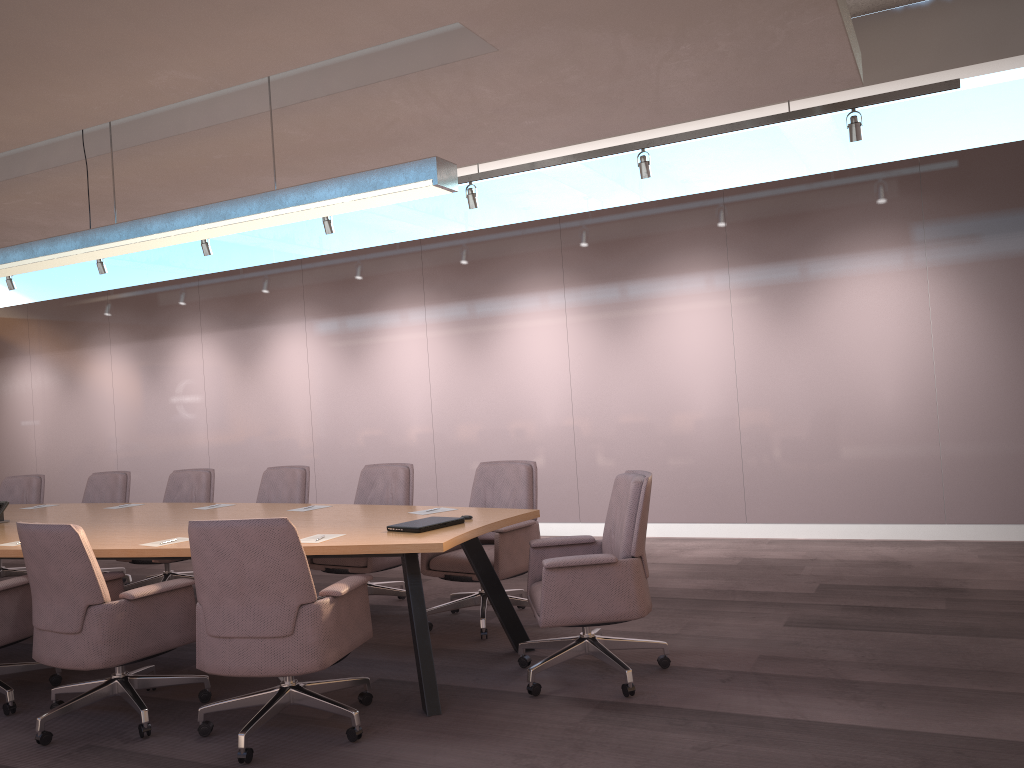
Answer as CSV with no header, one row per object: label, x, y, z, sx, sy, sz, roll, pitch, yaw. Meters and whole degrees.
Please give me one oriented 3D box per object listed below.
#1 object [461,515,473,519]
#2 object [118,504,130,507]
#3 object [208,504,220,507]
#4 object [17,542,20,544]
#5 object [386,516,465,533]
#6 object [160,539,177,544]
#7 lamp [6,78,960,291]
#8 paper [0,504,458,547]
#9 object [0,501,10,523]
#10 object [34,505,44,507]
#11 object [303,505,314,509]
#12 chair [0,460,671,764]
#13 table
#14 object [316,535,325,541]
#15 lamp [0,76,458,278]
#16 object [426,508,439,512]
object,-0.234,0.680,4.527,0.070,0.019,0.039,-4,-1,20
object,-2.832,0.887,6.484,0.009,0.009,0.125,-4,-1,17
object,-2.021,0.826,6.027,0.009,0.009,0.125,-4,-1,21
object,-2.619,0.847,4.762,0.009,0.009,0.125,-4,-1,10
object,-0.421,0.687,4.346,0.231,0.026,0.325,-4,-1,39
object,-1.701,0.781,4.387,0.009,0.009,0.125,-4,-1,18
lamp,-3.617,-1.919,5.918,12.467,1.321,5.699,-4,-1,26
paper,-3.564,0.934,6.011,6.800,0.001,1.713,-4,-1,27
object,-3.461,0.857,5.917,0.200,0.139,0.110,-4,-1,26
object,-3.677,0.949,6.911,0.009,0.009,0.125,-4,-1,14
object,-1.266,0.768,5.537,0.009,0.009,0.125,-4,-1,19
chair,-3.721,1.220,6.097,9.673,0.948,3.001,-4,-1,27
table,-3.623,1.314,6.041,8.000,0.748,1.885,-4,-1,26
object,-0.900,0.724,4.163,0.009,0.009,0.125,-4,-1,5
lamp,-3.489,-1.657,5.904,6.974,1.864,0.200,-4,-1,26
object,-0.443,0.705,4.983,0.009,0.009,0.125,-4,-1,35
